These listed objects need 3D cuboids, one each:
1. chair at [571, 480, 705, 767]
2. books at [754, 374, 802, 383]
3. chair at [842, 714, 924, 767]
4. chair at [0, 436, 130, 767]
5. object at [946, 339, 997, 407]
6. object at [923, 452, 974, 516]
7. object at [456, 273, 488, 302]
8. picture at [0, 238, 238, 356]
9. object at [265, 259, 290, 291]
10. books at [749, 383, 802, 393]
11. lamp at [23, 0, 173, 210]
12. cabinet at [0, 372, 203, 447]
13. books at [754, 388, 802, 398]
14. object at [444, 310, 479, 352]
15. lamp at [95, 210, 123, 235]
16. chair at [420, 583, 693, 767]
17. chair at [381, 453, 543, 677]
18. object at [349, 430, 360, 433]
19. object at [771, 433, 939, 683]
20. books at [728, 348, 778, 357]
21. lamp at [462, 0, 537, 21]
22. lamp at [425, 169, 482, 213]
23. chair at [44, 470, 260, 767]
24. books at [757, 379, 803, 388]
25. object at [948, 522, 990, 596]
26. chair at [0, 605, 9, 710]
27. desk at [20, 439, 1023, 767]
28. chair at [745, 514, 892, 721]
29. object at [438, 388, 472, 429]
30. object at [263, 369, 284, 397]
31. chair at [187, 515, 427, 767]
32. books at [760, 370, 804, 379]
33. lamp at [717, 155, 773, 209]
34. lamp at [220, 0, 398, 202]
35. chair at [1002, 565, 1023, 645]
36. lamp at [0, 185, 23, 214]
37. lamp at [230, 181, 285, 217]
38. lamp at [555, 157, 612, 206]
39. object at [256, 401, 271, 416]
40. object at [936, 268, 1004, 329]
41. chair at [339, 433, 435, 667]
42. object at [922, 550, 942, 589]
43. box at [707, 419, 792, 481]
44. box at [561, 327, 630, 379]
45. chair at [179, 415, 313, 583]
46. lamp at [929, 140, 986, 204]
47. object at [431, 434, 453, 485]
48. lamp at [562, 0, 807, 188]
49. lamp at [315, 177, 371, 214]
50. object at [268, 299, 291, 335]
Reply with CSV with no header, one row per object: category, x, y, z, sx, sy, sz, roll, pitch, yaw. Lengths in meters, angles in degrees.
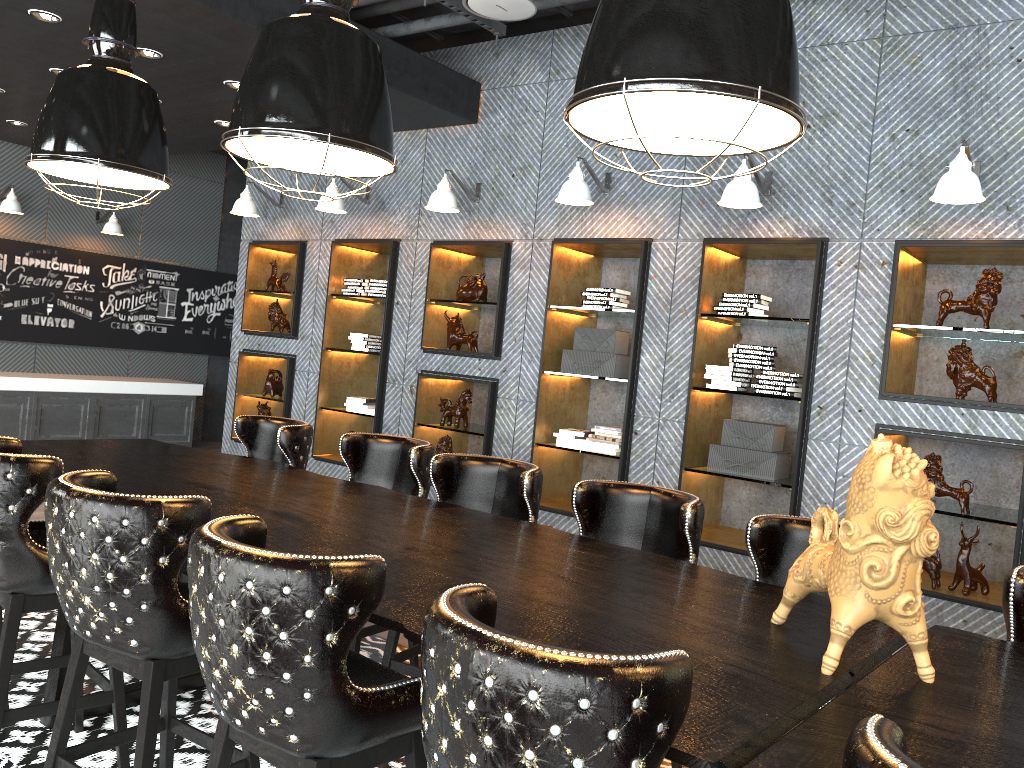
chair,0.369,0.926,3.181,0.504,1.092,0.568,6,1,32
books,1.576,-0.032,5.246,0.245,0.028,0.193,6,2,27
chair,0.653,1.016,1.135,0.504,1.092,0.568,6,2,34
chair,-1.590,0.742,2.920,0.568,1.092,0.504,4,2,-44
object,2.360,-0.057,4.543,0.242,0.337,0.158,7,2,42
object,2.225,0.507,4.546,0.257,0.294,0.134,7,2,45
object,-0.296,-0.712,6.540,0.278,0.222,0.138,7,2,36
picture,-5.601,-1.034,9.704,0.200,1.103,12.461,6,2,37
object,-2.054,-0.959,7.825,0.290,0.290,0.097,7,2,35
books,1.552,0.023,5.211,0.193,0.028,0.246,4,2,-42
lamp,-1.783,-1.958,4.035,0.621,2.302,0.621,5,1,-8
cabinet,-4.483,0.500,6.152,6.315,0.826,8.417,7,2,37
books,1.583,0.054,5.223,0.245,0.028,0.193,7,2,41
object,-0.369,-0.381,6.559,0.325,0.309,0.154,7,2,42
lamp,-4.674,-1.888,10.330,0.243,0.287,0.490,5,2,-37
chair,0.075,0.945,1.603,0.504,1.092,0.568,7,2,41
chair,-0.192,0.858,3.604,0.504,1.092,0.568,6,1,27
object,-1.237,0.510,7.318,0.314,0.251,0.157,4,2,-38
object,0.812,0.376,2.078,0.249,0.545,0.475,6,1,-1
books,1.440,-0.189,5.318,0.245,0.028,0.193,6,2,-2
lamp,-0.013,-2.429,4.494,0.380,1.045,0.382,5,1,-27
lamp,-0.376,-1.351,6.252,0.489,0.287,0.244,4,2,-37
chair,-1.027,0.810,2.483,0.504,1.092,0.568,6,2,33
books,1.600,-0.002,5.251,0.245,0.028,0.193,7,2,33
object,2.354,0.893,4.539,0.198,0.358,0.116,5,1,-23
chair,-2.208,0.669,3.300,0.568,1.092,0.504,4,2,-44
desk,0.715,1.091,1.974,7.598,0.927,1.433,7,2,37
chair,0.871,0.990,2.723,0.568,1.092,0.504,4,2,-45
object,-0.432,0.172,6.602,0.317,0.306,0.143,7,2,32
object,-2.122,-0.009,7.933,0.126,0.249,0.253,6,1,12
chair,-0.485,0.877,2.037,0.504,1.092,0.568,7,2,40
books,1.615,-0.056,5.230,0.245,0.028,0.193,7,2,32
lamp,1.363,-1.121,4.942,0.489,0.287,0.244,4,2,-37
lamp,-0.622,-1.817,3.160,0.621,2.302,0.621,5,1,-8
chair,1.465,1.062,2.250,0.504,1.092,0.568,7,2,38
lamp,-5.340,-1.963,9.432,0.243,0.287,0.490,5,2,-37
lamp,-2.155,-1.573,7.592,0.489,0.287,0.244,4,2,-37
lamp,0.499,-1.269,5.595,0.489,0.287,0.244,4,2,-37
object,-2.170,0.343,7.889,0.269,0.362,0.170,6,1,30
object,2.356,-0.445,4.573,0.292,0.325,0.152,7,2,35
chair,-0.681,0.796,4.089,0.504,1.092,0.568,6,2,33
object,2.128,0.870,4.669,0.267,0.359,0.168,6,1,30
box,1.418,0.387,5.327,0.420,0.315,0.323,7,2,37
box,0.569,-0.213,5.977,0.420,0.315,0.298,7,2,37
chair,-1.335,0.720,4.452,0.568,1.092,0.504,4,2,-44
lamp,2.229,-1.014,4.290,0.489,0.287,0.244,4,2,-37
object,-0.442,0.579,6.547,0.338,0.388,0.177,7,2,45
lamp,0.540,-1.676,2.286,0.621,2.302,0.621,5,1,-8
lamp,-1.292,-1.479,6.943,0.489,0.287,0.244,4,2,-37
object,-2.051,-0.586,7.848,0.236,0.329,0.155,7,2,42
